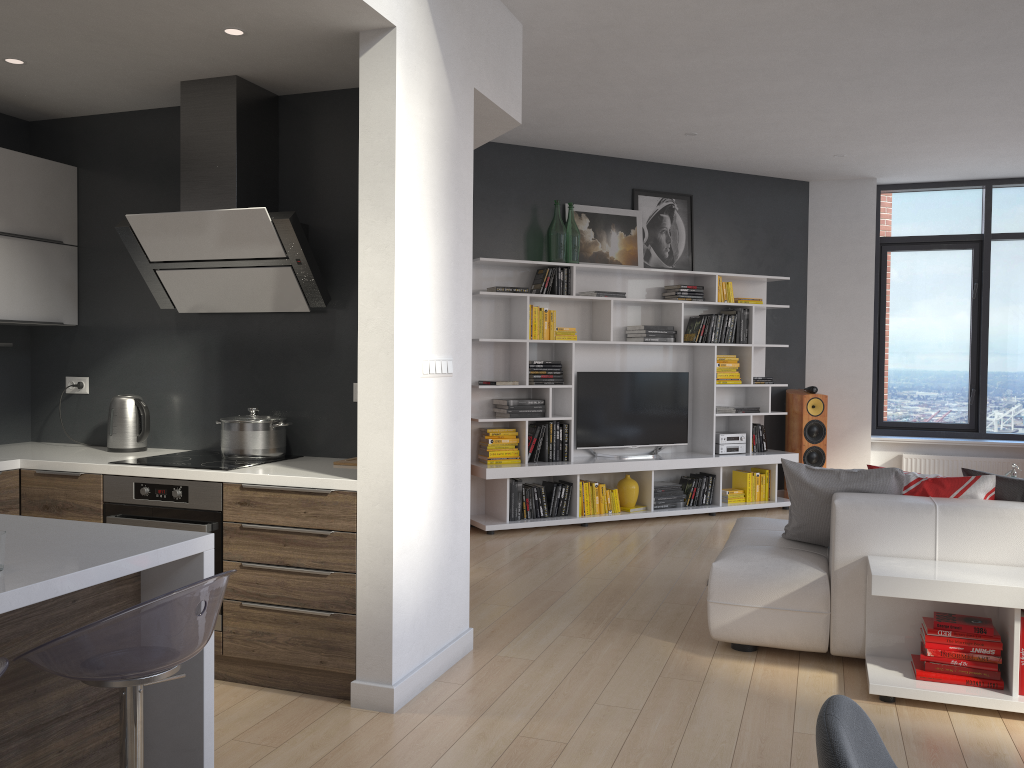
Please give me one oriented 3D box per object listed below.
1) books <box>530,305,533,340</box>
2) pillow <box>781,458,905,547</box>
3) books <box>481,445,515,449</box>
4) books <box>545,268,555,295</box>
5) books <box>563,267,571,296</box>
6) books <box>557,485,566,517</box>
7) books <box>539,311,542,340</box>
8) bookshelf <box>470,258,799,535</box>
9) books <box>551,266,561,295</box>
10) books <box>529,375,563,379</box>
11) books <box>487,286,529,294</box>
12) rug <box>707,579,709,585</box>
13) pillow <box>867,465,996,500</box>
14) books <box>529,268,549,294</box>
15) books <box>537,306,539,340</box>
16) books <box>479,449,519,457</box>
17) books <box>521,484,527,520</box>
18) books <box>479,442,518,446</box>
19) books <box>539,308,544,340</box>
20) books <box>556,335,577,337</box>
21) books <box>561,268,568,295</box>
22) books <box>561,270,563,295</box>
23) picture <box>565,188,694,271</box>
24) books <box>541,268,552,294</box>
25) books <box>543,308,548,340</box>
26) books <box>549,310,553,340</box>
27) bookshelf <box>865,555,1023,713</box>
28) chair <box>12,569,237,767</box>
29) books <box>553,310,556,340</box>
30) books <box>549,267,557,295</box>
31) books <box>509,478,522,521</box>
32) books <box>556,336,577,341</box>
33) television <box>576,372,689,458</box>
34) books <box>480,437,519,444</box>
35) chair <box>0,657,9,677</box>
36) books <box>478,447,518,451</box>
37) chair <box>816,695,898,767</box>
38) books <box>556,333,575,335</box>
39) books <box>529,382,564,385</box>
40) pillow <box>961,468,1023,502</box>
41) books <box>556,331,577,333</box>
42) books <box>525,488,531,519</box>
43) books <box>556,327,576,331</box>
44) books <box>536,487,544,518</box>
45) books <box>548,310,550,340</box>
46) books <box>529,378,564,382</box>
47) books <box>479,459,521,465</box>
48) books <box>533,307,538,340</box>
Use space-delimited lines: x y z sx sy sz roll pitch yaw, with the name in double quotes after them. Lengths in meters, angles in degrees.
0.107 -0.478 6.919 0.025 0.270 0.213 0 2 -26 "books"
2.739 0.577 4.139 2.953 0.453 0.647 1 2 7 "pillow"
-0.110 0.484 6.860 0.228 0.024 0.152 0 2 -21 "books"
0.272 -0.799 6.976 0.074 0.212 0.154 0 2 -27 "books"
0.413 -0.809 7.039 0.019 0.230 0.174 0 2 -26 "books"
0.346 0.908 6.976 0.071 0.243 0.179 0 2 -27 "books"
0.188 -0.456 6.943 0.024 0.229 0.156 0 2 -26 "books"
1.071 0.081 7.324 3.000 2.052 0.455 0 2 -26 "bookshelf"
0.335 -0.808 7.013 0.025 0.232 0.176 0 2 -26 "books"
0.232 -0.061 7.000 0.266 0.030 0.209 0 2 -27 "books"
-0.034 -0.716 6.823 0.268 0.046 0.208 0 2 -22 "books"
2.489 1.166 5.546 2.326 0.016 1.662 1 2 19 "rug"
2.719 0.618 3.795 2.250 0.449 0.575 1 2 17 "pillow"
0.214 -0.800 6.956 0.096 0.213 0.166 0 2 -27 "books"
0.163 -0.474 6.954 0.015 0.263 0.199 0 2 -26 "books"
-0.102 0.532 6.873 0.255 0.044 0.198 0 2 -26 "books"
0.050 0.898 6.841 0.053 0.268 0.202 0 2 -26 "books"
-0.106 0.463 6.882 0.251 0.019 0.180 0 2 -26 "books"
0.199 -0.469 6.969 0.019 0.251 0.180 0 2 -26 "books"
0.397 -0.384 7.055 0.196 0.011 0.148 0 2 -26 "books"
0.385 -0.802 7.033 0.038 0.218 0.169 0 2 -26 "books"
0.359 -0.794 7.020 0.021 0.200 0.147 0 2 -26 "books"
1.014 -1.300 7.479 1.279 0.707 0.076 0 2 -26 "picture"
0.240 -0.799 6.975 0.087 0.214 0.171 0 2 -25 "books"
0.224 -0.469 6.979 0.035 0.250 0.185 0 2 -26 "books"
0.273 -0.461 7.001 0.024 0.234 0.172 0 2 -26 "books"
2.653 0.997 3.123 2.600 0.500 0.356 1 2 19 "bookshelf"
-0.845 0.823 1.965 0.434 0.838 0.475 1 2 17 "chair"
0.295 -0.461 7.015 0.024 0.234 0.172 0 2 -26 "books"
0.315 -0.802 6.998 0.021 0.221 0.156 0 2 -26 "books"
-0.033 0.876 6.806 0.128 0.321 0.259 0 2 -26 "books"
0.398 -0.361 7.052 0.190 0.033 0.147 0 2 -26 "books"
1.015 0.251 7.424 1.102 0.704 0.207 0 2 -26 "television"
-0.095 0.436 6.884 0.250 0.035 0.185 0 2 -23 "books"
-1.043 0.863 1.402 0.434 0.787 0.475 0 2 -18 "chair"
-0.111 0.502 6.884 0.263 0.015 0.198 0 2 -22 "books"
0.646 0.841 0.956 0.619 0.891 0.655 1 2 21 "chair"
0.401 -0.397 7.035 0.169 0.018 0.113 0 2 -24 "books"
0.246 -0.007 6.986 0.263 0.026 0.189 0 2 -27 "books"
3.030 0.598 3.694 2.120 0.436 0.608 1 2 15 "pillow"
0.400 -0.413 7.051 0.187 0.014 0.134 0 2 -26 "books"
0.080 0.913 6.852 0.053 0.240 0.189 0 2 -25 "books"
0.392 -0.434 7.060 0.186 0.026 0.138 0 2 -26 "books"
0.180 0.911 6.888 0.066 0.242 0.177 0 2 -26 "books"
0.250 -0.464 6.993 0.023 0.239 0.169 0 2 -26 "books"
0.246 -0.033 6.988 0.270 0.025 0.189 0 2 -27 "books"
-0.095 0.594 6.863 0.270 0.029 0.204 0 2 -21 "books"
0.136 -0.471 6.939 0.044 0.255 0.198 0 2 -26 "books"
